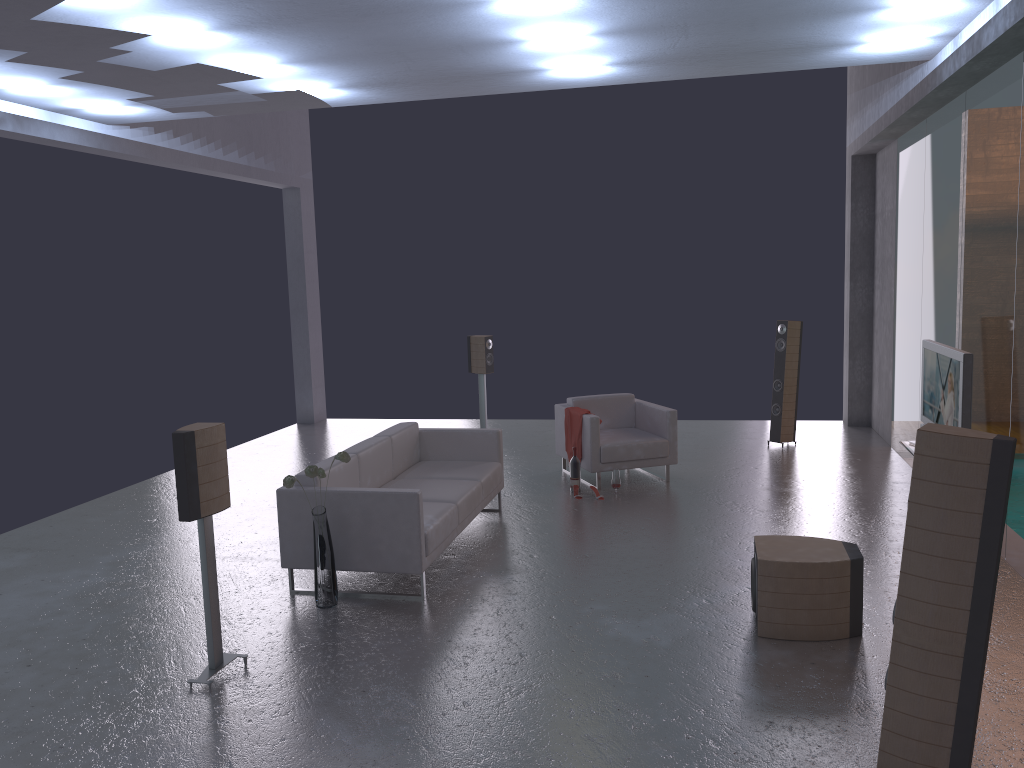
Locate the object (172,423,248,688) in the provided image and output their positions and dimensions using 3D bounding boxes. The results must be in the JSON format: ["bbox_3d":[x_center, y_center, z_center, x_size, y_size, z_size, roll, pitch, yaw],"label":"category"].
[{"bbox_3d":[-1.647,0.902,4.729,0.243,1.363,0.333,0,7,18],"label":"object"}]

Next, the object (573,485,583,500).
[{"bbox_3d":[0.613,1.022,8.379,0.079,0.087,0.235,-3,7,-9],"label":"object"}]

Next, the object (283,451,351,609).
[{"bbox_3d":[-1.246,0.944,5.561,0.400,1.051,0.387,-8,9,-39],"label":"object"}]

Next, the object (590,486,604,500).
[{"bbox_3d":[0.802,1.023,8.328,0.079,0.087,0.235,-4,7,-20],"label":"object"}]

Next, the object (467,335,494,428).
[{"bbox_3d":[-0.380,0.078,11.066,0.333,1.363,0.243,5,10,43],"label":"object"}]

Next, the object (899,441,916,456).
[{"bbox_3d":[2.705,0.857,5.586,0.360,0.958,0.818,0,7,13],"label":"object"}]

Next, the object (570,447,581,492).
[{"bbox_3d":[0.611,0.823,8.574,0.109,0.435,0.109,4,9,39],"label":"object"}]

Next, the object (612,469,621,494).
[{"bbox_3d":[0.994,0.927,8.463,0.091,0.233,0.091,4,9,40],"label":"object"}]

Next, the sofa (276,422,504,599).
[{"bbox_3d":[-0.810,0.873,6.970,1.026,0.824,2.353,0,7,13],"label":"sofa"}]

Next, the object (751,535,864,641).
[{"bbox_3d":[1.721,1.189,5.209,0.604,0.459,0.514,0,7,13],"label":"object"}]

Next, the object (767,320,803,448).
[{"bbox_3d":[3.237,-0.015,10.409,0.444,1.473,0.244,-6,8,-32],"label":"object"}]

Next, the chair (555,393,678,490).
[{"bbox_3d":[1.059,0.553,9.144,0.936,0.808,1.026,-4,7,-17],"label":"chair"}]

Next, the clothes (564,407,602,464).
[{"bbox_3d":[0.718,0.550,8.965,0.254,0.604,0.574,-4,7,-17],"label":"clothes"}]

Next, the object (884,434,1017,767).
[{"bbox_3d":[1.680,0.897,3.448,0.444,1.469,0.244,4,9,38],"label":"object"}]

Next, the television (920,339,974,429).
[{"bbox_3d":[2.678,0.084,5.494,0.054,0.644,1.000,0,7,13],"label":"television"}]
